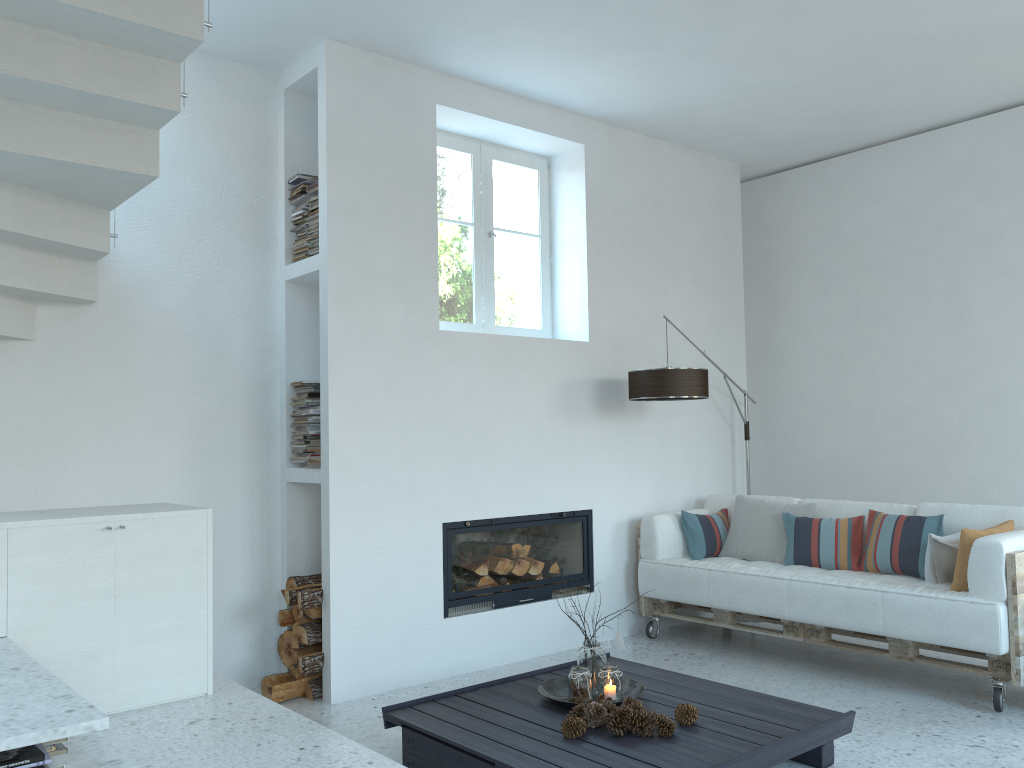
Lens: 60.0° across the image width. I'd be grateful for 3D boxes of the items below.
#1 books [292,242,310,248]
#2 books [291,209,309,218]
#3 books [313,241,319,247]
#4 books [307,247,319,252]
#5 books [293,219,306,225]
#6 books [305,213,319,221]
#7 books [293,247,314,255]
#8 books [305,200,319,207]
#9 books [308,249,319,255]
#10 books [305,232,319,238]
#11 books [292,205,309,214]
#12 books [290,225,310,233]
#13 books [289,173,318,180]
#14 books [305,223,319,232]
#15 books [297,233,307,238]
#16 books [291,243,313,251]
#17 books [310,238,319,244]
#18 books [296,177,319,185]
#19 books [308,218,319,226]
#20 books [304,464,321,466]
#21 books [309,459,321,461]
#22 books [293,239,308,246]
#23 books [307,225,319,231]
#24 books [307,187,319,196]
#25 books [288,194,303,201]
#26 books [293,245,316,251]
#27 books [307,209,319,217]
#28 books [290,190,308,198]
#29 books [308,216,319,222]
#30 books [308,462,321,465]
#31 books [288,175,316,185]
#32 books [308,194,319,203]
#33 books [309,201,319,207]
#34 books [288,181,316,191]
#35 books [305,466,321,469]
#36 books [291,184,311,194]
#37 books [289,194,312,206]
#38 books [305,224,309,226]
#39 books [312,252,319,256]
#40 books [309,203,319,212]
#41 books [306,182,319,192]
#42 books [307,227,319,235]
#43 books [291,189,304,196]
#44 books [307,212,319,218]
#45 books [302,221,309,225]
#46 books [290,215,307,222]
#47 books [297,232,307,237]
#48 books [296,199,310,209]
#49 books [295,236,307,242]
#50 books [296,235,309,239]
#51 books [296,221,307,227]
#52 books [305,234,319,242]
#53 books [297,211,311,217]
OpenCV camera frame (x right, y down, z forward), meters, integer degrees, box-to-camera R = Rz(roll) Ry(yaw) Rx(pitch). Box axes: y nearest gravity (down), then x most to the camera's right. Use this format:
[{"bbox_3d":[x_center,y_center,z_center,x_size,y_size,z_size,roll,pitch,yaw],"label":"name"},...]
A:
[{"bbox_3d":[-1.004,-0.720,4.697,0.290,0.008,0.147,1,-4,-36],"label":"books"},{"bbox_3d":[-1.026,-0.891,4.731,0.266,0.016,0.138,2,-5,-40],"label":"books"},{"bbox_3d":[-0.901,-0.707,4.518,0.192,0.016,0.121,1,-4,-35],"label":"books"},{"bbox_3d":[-0.915,-0.678,4.533,0.208,0.008,0.164,2,-5,-45],"label":"books"},{"bbox_3d":[-1.005,-0.846,4.704,0.249,0.006,0.189,2,-5,-43],"label":"books"},{"bbox_3d":[-0.906,-0.834,4.527,0.260,0.009,0.140,2,-5,-41],"label":"books"},{"bbox_3d":[-0.997,-0.687,4.688,0.274,0.014,0.174,2,-5,-43],"label":"books"},{"bbox_3d":[-0.912,-0.913,4.549,0.237,0.008,0.170,2,-5,-42],"label":"books"},{"bbox_3d":[-0.907,-0.665,4.528,0.225,0.011,0.142,2,-5,-43],"label":"books"},{"bbox_3d":[-0.907,-0.743,4.526,0.257,0.006,0.136,1,-4,-36],"label":"books"},{"bbox_3d":[-1.015,-0.909,4.718,0.267,0.017,0.155,1,-4,-36],"label":"books"},{"bbox_3d":[-1.010,-0.806,4.707,0.298,0.007,0.147,2,-5,-39],"label":"books"},{"bbox_3d":[-1.027,-1.081,4.725,0.283,0.008,0.140,1,-4,-35],"label":"books"},{"bbox_3d":[-0.916,-0.788,4.538,0.237,0.014,0.158,1,-4,-35],"label":"books"},{"bbox_3d":[-1.012,-0.773,4.709,0.219,0.008,0.132,2,-4,-37],"label":"books"},{"bbox_3d":[-1.003,-0.711,4.696,0.282,0.010,0.169,2,-5,-40],"label":"books"},{"bbox_3d":[-0.903,-0.721,4.521,0.207,0.013,0.140,2,-5,-41],"label":"books"},{"bbox_3d":[-1.019,-1.054,4.714,0.199,0.016,0.182,2,-5,-42],"label":"books"},{"bbox_3d":[-0.905,-0.813,4.525,0.232,0.017,0.135,2,-4,-38],"label":"books"},{"bbox_3d":[-0.904,0.406,4.467,0.224,0.010,0.161,2,-5,-43],"label":"books"},{"bbox_3d":[-0.891,0.379,4.452,0.216,0.007,0.131,2,-5,-40],"label":"books"},{"bbox_3d":[-1.002,-0.734,4.695,0.264,0.019,0.170,2,-5,-41],"label":"books"},{"bbox_3d":[-0.904,-0.779,4.523,0.241,0.007,0.133,2,-4,-38],"label":"books"},{"bbox_3d":[-0.905,-0.971,4.542,0.246,0.009,0.145,2,-4,-38],"label":"books"},{"bbox_3d":[-1.031,-0.976,4.739,0.300,0.007,0.127,2,-5,-40],"label":"books"},{"bbox_3d":[-1.004,-0.699,4.697,0.254,0.012,0.161,2,-5,-41],"label":"books"},{"bbox_3d":[-0.915,-0.863,4.538,0.219,0.012,0.159,2,-4,-37],"label":"books"},{"bbox_3d":[-1.013,-0.991,4.718,0.289,0.006,0.164,1,-4,-36],"label":"books"},{"bbox_3d":[-0.907,-0.825,4.528,0.236,0.009,0.128,1,-4,-35],"label":"books"},{"bbox_3d":[-0.902,0.396,4.464,0.202,0.010,0.154,2,-4,-37],"label":"books"},{"bbox_3d":[-1.030,-1.069,4.728,0.288,0.017,0.136,1,-4,-36],"label":"books"},{"bbox_3d":[-0.897,-0.930,4.532,0.259,0.024,0.113,2,-5,-44],"label":"books"},{"bbox_3d":[-0.902,-0.906,4.537,0.231,0.008,0.135,2,-5,-43],"label":"books"},{"bbox_3d":[-1.011,-1.030,4.717,0.299,0.006,0.192,2,-5,-40],"label":"books"},{"bbox_3d":[-0.901,0.416,4.463,0.232,0.011,0.159,2,-5,-39],"label":"books"},{"bbox_3d":[-1.010,-1.014,4.716,0.281,0.014,0.170,1,-4,-35],"label":"books"},{"bbox_3d":[-1.009,-0.959,4.713,0.294,0.013,0.184,2,-4,-38],"label":"books"},{"bbox_3d":[-1.005,-0.813,4.701,0.254,0.005,0.161,2,-4,-38],"label":"books"},{"bbox_3d":[-0.901,-0.647,4.521,0.197,0.025,0.125,1,-4,-36],"label":"books"},{"bbox_3d":[-0.908,-0.892,4.531,0.214,0.020,0.140,2,-4,-38],"label":"books"},{"bbox_3d":[-0.905,-0.987,4.543,0.255,0.024,0.139,2,-5,-43],"label":"books"},{"bbox_3d":[-0.907,-0.768,4.526,0.234,0.016,0.147,2,-5,-39],"label":"books"},{"bbox_3d":[-1.026,-1.001,4.735,0.273,0.009,0.129,2,-4,-37],"label":"books"},{"bbox_3d":[-0.902,-0.842,4.523,0.254,0.006,0.128,2,-5,-39],"label":"books"},{"bbox_3d":[-0.999,-0.824,4.694,0.233,0.015,0.169,1,-4,-35],"label":"books"},{"bbox_3d":[-1.023,-0.860,4.726,0.292,0.013,0.127,2,-5,-44],"label":"books"},{"bbox_3d":[-1.009,-0.782,4.706,0.223,0.011,0.135,2,-5,-45],"label":"books"},{"bbox_3d":[-1.017,-0.942,4.722,0.221,0.018,0.154,1,-4,-36],"label":"books"},{"bbox_3d":[-1.010,-0.750,4.705,0.245,0.016,0.137,2,-5,-43],"label":"books"},{"bbox_3d":[-1.010,-0.763,4.706,0.223,0.011,0.135,2,-5,-44],"label":"books"},{"bbox_3d":[-1.011,-0.837,4.712,0.220,0.011,0.177,2,-5,-41],"label":"books"},{"bbox_3d":[-0.909,-0.733,4.528,0.249,0.013,0.151,2,-5,-42],"label":"books"},{"bbox_3d":[-1.008,-0.876,4.709,0.238,0.018,0.173,1,-4,-35],"label":"books"}]
